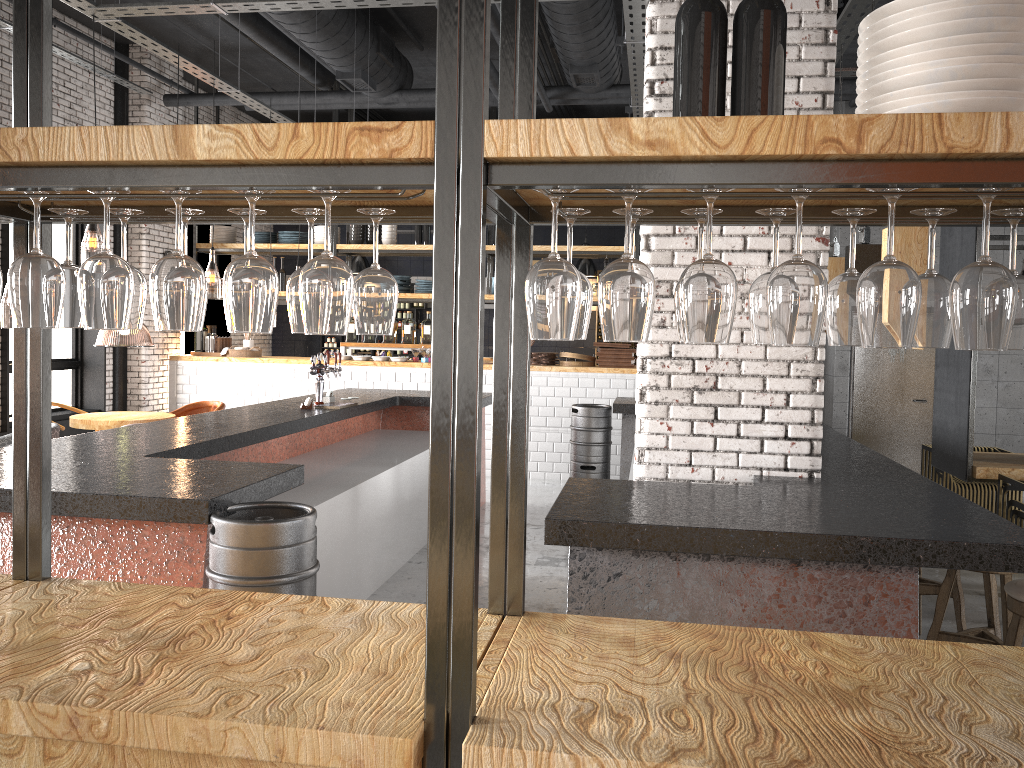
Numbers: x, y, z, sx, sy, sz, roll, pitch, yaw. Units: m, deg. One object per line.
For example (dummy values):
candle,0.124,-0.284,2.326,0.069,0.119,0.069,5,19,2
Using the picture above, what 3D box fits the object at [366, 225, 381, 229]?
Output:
object,-1.772,-1.982,11.331,0.196,0.102,0.196,1,3,2

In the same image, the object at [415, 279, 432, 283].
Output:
object,-1.003,-1.290,11.229,0.453,0.062,0.454,3,4,24

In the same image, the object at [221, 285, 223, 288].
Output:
object,-3.889,-1.299,11.824,0.157,0.053,0.168,2,3,9

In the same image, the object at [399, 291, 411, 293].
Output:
object,-1.454,-1.162,11.306,0.335,0.033,0.335,0,4,-22

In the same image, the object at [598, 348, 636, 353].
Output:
object,1.229,-0.401,10.471,0.405,0.044,0.636,1,3,3

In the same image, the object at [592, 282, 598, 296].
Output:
object,1.026,-1.149,10.753,0.118,0.180,0.118,4,3,42

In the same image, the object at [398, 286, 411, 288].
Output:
object,-1.454,-1.216,11.305,0.334,0.051,0.335,4,4,39

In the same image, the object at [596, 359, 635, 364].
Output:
object,1.226,-0.268,10.476,0.405,0.044,0.636,2,3,12

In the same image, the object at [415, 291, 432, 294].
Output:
object,-1.009,-1.147,11.235,0.454,0.033,0.454,1,3,-9

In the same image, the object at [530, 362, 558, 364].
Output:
object,0.368,-0.257,10.658,0.407,0.019,0.458,0,4,-19

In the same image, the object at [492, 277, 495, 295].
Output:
object,-0.157,-1.218,11.094,0.198,0.230,0.166,2,3,15

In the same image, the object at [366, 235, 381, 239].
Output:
object,-1.774,-1.850,11.339,0.196,0.101,0.196,3,4,28

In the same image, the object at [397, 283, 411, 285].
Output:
object,-1.452,-1.266,11.302,0.334,0.039,0.335,2,3,9

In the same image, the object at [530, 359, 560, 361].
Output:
object,0.342,-0.290,10.669,0.458,0.019,0.407,0,4,-22

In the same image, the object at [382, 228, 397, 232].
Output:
object,-1.562,-1.932,11.304,0.196,0.103,0.196,3,3,25

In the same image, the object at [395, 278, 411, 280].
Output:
object,-1.451,-1.322,11.300,0.335,0.036,0.335,1,3,-2

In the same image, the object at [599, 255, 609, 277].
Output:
object,1.160,-1.337,10.915,0.157,0.553,0.106,2,2,13

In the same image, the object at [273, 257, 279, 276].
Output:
object,-3.135,-1.442,11.714,0.098,0.471,0.098,1,2,-13

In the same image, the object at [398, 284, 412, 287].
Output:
object,-1.449,-1.250,11.301,0.372,0.071,0.373,3,4,21

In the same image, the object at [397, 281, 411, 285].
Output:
object,-1.450,-1.280,11.303,0.334,0.052,0.335,-2,5,-43

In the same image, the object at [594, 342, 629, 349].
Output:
object,1.169,-0.444,10.415,0.406,0.094,0.637,2,3,6

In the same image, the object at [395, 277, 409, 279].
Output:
object,-1.449,-1.336,11.299,0.334,0.048,0.335,1,3,-4

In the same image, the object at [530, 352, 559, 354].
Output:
object,0.335,-0.371,10.665,0.458,0.019,0.407,-1,4,-34

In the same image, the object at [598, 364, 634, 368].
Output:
object,1.225,-0.224,10.477,0.405,0.044,0.636,2,3,5

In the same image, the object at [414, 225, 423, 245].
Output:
object,-1.178,-1.969,11.186,0.098,0.471,0.098,3,3,31

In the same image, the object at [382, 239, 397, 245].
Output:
object,-1.564,-1.799,11.302,0.196,0.105,0.196,1,3,-13

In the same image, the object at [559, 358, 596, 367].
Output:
object,0.777,-0.265,10.559,0.437,0.097,0.437,3,4,34

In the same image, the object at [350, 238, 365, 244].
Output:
object,-1.985,-1.812,11.374,0.196,0.102,0.196,2,3,21

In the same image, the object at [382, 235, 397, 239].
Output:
object,-1.565,-1.843,11.302,0.196,0.104,0.196,0,3,-15

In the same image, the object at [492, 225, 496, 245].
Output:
object,-0.195,-1.927,10.954,0.098,0.458,0.098,3,3,31

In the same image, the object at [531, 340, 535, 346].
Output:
object,0.158,-0.398,10.585,0.242,0.338,0.488,1,3,-5

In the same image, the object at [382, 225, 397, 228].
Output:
object,-1.560,-1.976,11.299,0.196,0.100,0.197,2,3,5

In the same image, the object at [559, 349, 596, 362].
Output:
object,0.782,-0.332,10.559,0.440,0.154,0.437,-1,4,-34

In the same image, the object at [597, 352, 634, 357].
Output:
object,1.228,-0.356,10.472,0.405,0.044,0.636,2,3,10

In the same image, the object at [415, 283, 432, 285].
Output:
object,-1.007,-1.265,11.230,0.454,0.048,0.454,4,4,36

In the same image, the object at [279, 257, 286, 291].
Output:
object,-3.029,-1.438,11.697,0.098,0.471,0.098,1,2,-13

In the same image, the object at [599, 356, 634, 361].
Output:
object,1.227,-0.312,10.474,0.405,0.044,0.636,2,3,6

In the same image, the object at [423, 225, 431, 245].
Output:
object,-1.072,-1.965,11.169,0.098,0.471,0.098,3,3,31

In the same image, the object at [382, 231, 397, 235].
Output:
object,-1.562,-1.887,11.299,0.196,0.104,0.196,4,4,44

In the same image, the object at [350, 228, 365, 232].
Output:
object,-1.981,-1.945,11.367,0.196,0.100,0.197,0,3,-25

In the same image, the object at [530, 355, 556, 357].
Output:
object,0.359,-0.338,10.663,0.407,0.019,0.458,-1,4,-39

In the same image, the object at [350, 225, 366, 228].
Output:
object,-1.976,-1.989,11.362,0.196,0.107,0.196,4,4,37

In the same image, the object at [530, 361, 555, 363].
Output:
object,0.348,-0.274,10.669,0.458,0.019,0.407,4,4,37

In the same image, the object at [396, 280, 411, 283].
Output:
object,-1.450,-1.296,11.302,0.335,0.052,0.334,3,4,26

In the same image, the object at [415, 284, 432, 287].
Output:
object,-1.005,-1.243,11.229,0.454,0.065,0.453,-1,4,-28

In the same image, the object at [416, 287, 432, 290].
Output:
object,-1.006,-1.195,11.233,0.454,0.050,0.454,3,4,29

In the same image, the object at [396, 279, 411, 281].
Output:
object,-1.451,-1.307,11.300,0.335,0.035,0.335,0,3,-16

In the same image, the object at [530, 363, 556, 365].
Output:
object,0.352,-0.242,10.669,0.458,0.019,0.407,5,5,44

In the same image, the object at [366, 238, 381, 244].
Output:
object,-1.776,-1.806,11.343,0.196,0.104,0.196,-2,4,-45

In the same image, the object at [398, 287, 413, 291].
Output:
object,-1.454,-1.198,11.307,0.373,0.067,0.372,1,3,-10

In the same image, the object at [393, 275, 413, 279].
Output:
object,-1.450,-1.356,11.298,0.373,0.050,0.373,3,4,31
